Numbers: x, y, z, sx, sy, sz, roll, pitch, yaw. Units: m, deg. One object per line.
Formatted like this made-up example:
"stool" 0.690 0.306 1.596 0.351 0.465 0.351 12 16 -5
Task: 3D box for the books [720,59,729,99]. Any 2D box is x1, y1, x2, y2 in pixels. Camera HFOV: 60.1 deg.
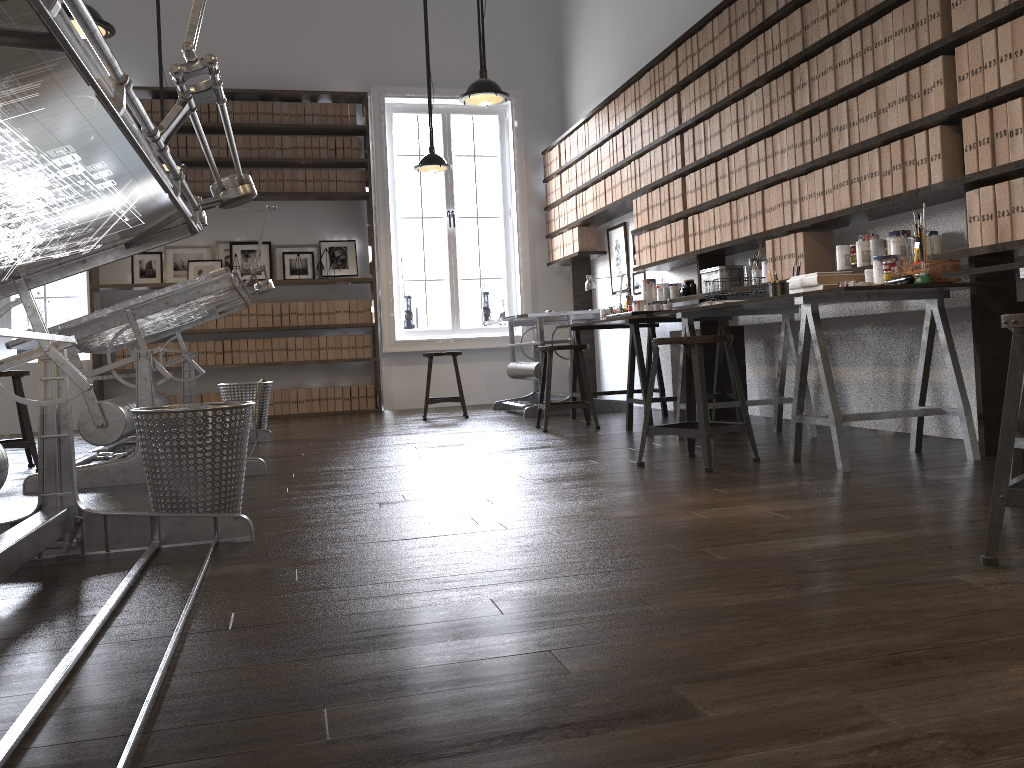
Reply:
"books" 1.307 -1.757 5.132 0.174 0.226 0.066 -3 -1 -14

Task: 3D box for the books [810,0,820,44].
"books" 1.532 -1.736 4.251 0.174 0.226 0.066 -3 -1 -14

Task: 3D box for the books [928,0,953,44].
"books" 1.737 -1.444 3.486 0.174 0.226 0.066 -3 -1 -14

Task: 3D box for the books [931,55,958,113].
"books" 1.746 -1.167 3.478 0.174 0.226 0.067 -3 -1 -14

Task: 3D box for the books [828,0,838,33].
"books" 1.565 -1.733 4.112 0.174 0.226 0.066 -3 -1 -14

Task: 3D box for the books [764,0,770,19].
"books" 1.419 -2.023 4.658 0.174 0.226 0.066 -3 -1 -14

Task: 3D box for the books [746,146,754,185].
"books" 1.394 -1.200 4.894 0.174 0.226 0.066 -3 -1 -14

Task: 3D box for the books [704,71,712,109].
"books" 1.254 -1.761 5.335 0.174 0.226 0.067 -3 -1 -14

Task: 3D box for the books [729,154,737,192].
"books" 1.345 -1.204 5.093 0.174 0.226 0.066 -3 -1 -14

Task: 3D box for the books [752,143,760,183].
"books" 1.408 -1.198 4.833 0.174 0.226 0.066 -3 -1 -14

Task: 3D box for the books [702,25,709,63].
"books" 1.246 -2.038 5.338 0.174 0.226 0.066 -3 -1 -14

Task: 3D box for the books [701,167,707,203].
"books" 1.256 -1.212 5.438 0.174 0.226 0.066 -3 -1 -14

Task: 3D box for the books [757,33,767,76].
"books" 1.407 -1.747 4.724 0.174 0.226 0.066 -3 -1 -14

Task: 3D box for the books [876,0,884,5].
"books" 1.646 -1.726 3.784 0.174 0.226 0.066 -3 -1 -14

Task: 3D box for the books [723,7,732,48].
"books" 1.308 -2.032 5.073 0.174 0.226 0.067 -3 -1 -14

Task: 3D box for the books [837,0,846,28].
"books" 1.582 -1.732 4.052 0.174 0.226 0.066 -3 -1 -14

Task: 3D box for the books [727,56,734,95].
"books" 1.329 -1.755 5.065 0.174 0.226 0.066 -3 -1 -14

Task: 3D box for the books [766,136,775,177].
"books" 1.444 -1.195 4.695 0.174 0.226 0.066 -3 -1 -14

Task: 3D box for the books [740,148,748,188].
"books" 1.373 -1.201 4.958 0.174 0.226 0.067 -3 -1 -14

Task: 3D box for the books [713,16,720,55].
"books" 1.279 -2.035 5.199 0.174 0.226 0.066 -3 -1 -14

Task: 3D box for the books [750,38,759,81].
"books" 1.390 -1.749 4.794 0.174 0.226 0.067 -3 -1 -14

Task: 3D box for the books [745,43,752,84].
"books" 1.379 -1.750 4.856 0.174 0.226 0.066 -3 -1 -14

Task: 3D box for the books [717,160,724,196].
"books" 1.311 -1.207 5.231 0.174 0.226 0.066 -3 -1 -14

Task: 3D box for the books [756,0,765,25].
"books" 1.395 -2.024 4.729 0.174 0.226 0.067 -3 -1 -14

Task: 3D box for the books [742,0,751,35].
"books" 1.360 -2.028 4.871 0.174 0.226 0.066 -3 -1 -14

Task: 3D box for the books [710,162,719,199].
"books" 1.287 -1.209 5.302 0.174 0.226 0.067 -3 -1 -14

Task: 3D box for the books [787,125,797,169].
"books" 1.491 -1.190 4.488 0.174 0.226 0.066 -3 -1 -14

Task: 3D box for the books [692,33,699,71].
"books" 1.210 -2.041 5.473 0.174 0.226 0.066 -3 -1 -14

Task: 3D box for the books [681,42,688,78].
"books" 1.171 -2.044 5.613 0.174 0.226 0.067 -3 -1 -14

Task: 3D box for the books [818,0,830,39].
"books" 1.545 -1.735 4.182 0.174 0.226 0.067 -3 -1 -14

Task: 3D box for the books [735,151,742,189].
"books" 1.362 -1.203 5.024 0.174 0.226 0.066 -3 -1 -14

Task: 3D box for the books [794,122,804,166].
"books" 1.509 -1.188 4.418 0.174 0.226 0.067 -3 -1 -14

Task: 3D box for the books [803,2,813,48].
"books" 1.517 -1.738 4.319 0.174 0.226 0.066 -3 -1 -14

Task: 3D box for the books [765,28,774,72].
"books" 1.428 -1.746 4.654 0.174 0.226 0.066 -3 -1 -14

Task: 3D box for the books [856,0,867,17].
"books" 1.616 -1.729 3.922 0.174 0.226 0.066 -3 -1 -14

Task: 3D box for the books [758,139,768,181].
"books" 1.423 -1.196 4.762 0.174 0.226 0.067 -3 -1 -14

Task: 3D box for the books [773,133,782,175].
"books" 1.463 -1.193 4.628 0.174 0.226 0.066 -3 -1 -14

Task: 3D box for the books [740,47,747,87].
"books" 1.365 -1.752 4.920 0.174 0.226 0.066 -3 -1 -14

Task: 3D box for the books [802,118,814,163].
"books" 1.528 -1.187 4.358 0.174 0.226 0.066 -3 -1 -14

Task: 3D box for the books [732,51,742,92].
"books" 1.341 -1.753 4.990 0.174 0.226 0.067 -3 -1 -14

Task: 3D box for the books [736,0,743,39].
"books" 1.347 -2.029 4.940 0.174 0.226 0.066 -3 -1 -14

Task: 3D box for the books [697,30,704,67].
"books" 1.231 -2.040 5.406 0.174 0.226 0.066 -3 -1 -14

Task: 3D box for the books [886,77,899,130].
"books" 1.682 -1.173 3.742 0.174 0.226 0.066 -3 -1 -14

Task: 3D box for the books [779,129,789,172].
"books" 1.477 -1.192 4.559 0.174 0.226 0.066 -3 -1 -14

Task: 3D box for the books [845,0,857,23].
"books" 1.594 -1.730 3.986 0.174 0.226 0.067 -3 -1 -14

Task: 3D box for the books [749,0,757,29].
"books" 1.382 -2.026 4.803 0.174 0.226 0.066 -3 -1 -14

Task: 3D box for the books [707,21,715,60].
"books" 1.259 -2.037 5.269 0.174 0.226 0.067 -3 -1 -14

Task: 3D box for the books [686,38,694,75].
"books" 1.189 -2.043 5.542 0.174 0.226 0.066 -3 -1 -14

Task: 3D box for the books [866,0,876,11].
"books" 1.633 -1.727 3.853 0.174 0.226 0.066 -3 -1 -14

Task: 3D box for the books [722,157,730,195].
"books" 1.324 -1.205 5.161 0.174 0.226 0.066 -3 -1 -14

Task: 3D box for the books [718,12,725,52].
"books" 1.296 -2.034 5.139 0.174 0.226 0.066 -3 -1 -14

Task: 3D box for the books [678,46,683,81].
"books" 1.160 -2.046 5.675 0.174 0.226 0.066 -3 -1 -14

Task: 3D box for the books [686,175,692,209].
"books" 1.204 -1.217 5.640 0.174 0.226 0.066 -3 -1 -14

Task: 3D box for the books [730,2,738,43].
"books" 1.330 -2.031 5.009 0.174 0.226 0.066 -3 -1 -14

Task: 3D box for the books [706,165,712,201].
"books" 1.274 -1.211 5.375 0.174 0.226 0.066 -3 -1 -14
